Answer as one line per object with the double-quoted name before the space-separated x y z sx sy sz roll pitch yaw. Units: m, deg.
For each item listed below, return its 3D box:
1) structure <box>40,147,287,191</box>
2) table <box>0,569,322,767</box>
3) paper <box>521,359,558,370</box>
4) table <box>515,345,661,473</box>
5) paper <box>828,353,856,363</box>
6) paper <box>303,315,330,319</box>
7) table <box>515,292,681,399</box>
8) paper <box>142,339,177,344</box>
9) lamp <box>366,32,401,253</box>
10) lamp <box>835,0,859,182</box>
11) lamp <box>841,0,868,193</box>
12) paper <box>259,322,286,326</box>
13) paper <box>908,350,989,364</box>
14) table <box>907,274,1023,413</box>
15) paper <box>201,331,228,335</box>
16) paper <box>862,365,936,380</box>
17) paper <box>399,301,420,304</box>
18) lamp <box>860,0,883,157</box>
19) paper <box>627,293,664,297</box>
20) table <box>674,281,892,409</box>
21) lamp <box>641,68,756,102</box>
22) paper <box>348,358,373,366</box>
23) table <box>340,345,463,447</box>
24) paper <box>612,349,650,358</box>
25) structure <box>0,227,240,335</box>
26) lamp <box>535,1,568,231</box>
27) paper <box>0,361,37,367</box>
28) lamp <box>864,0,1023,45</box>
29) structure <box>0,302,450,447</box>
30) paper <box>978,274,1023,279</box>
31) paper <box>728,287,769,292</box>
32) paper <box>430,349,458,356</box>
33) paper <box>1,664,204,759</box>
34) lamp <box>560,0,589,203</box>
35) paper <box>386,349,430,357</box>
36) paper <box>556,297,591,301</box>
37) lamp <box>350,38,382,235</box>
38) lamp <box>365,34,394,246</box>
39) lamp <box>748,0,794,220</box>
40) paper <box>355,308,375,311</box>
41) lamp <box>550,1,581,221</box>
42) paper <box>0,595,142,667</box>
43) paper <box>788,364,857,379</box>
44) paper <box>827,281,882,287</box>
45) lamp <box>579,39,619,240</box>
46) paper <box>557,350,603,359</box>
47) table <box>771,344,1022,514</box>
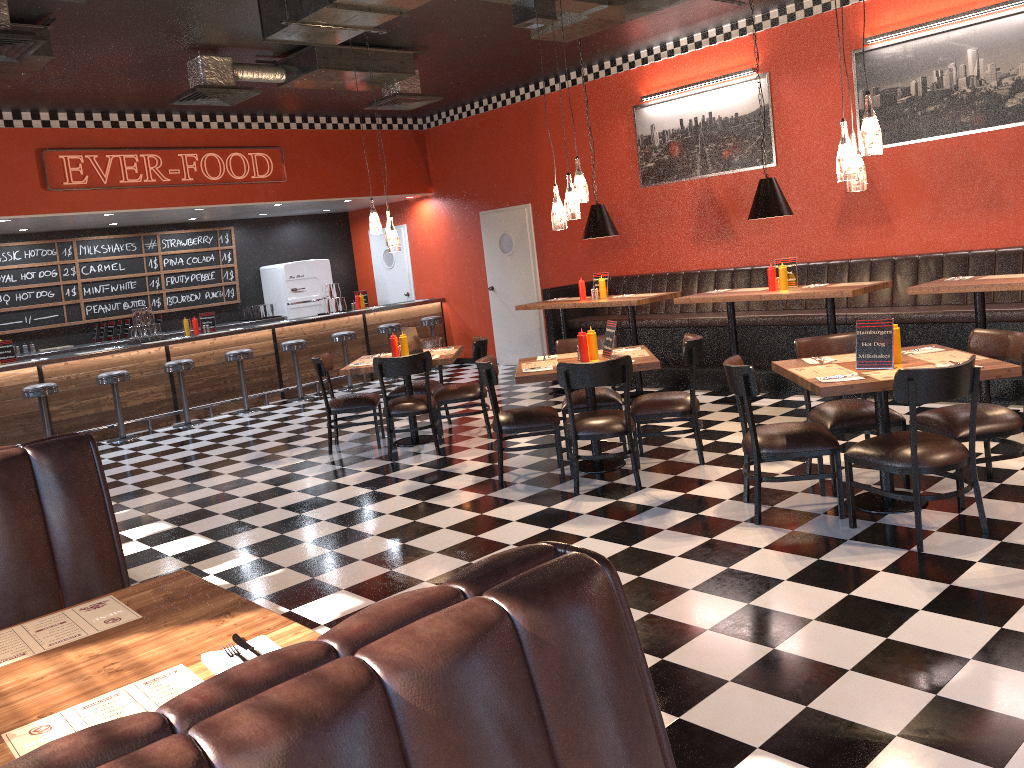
"structure" -4.015 -2.572 10.536 2.889 0.436 0.122 -14 10 -42
"table" -1.246 1.115 1.806 1.700 0.770 0.957 -14 11 -42
"paper" 0.199 -0.139 6.339 0.261 0.001 0.367 -6 9 1
"table" 0.558 0.208 6.360 0.960 0.770 0.962 -6 8 3
"paper" 1.993 -0.156 5.089 0.365 0.001 0.262 -6 9 4
"paper" -2.653 -0.924 12.152 0.367 0.001 0.261 -14 11 -40
"table" 0.915 -0.392 9.270 0.699 0.995 1.692 -13 10 -42
"paper" -4.242 -0.511 10.663 0.367 0.001 0.261 -14 11 -40
"lamp" -1.143 -2.128 7.689 0.108 1.956 0.109 -6 6 5
"lamp" 1.651 -2.032 4.544 0.108 1.956 0.109 -3 7 30
"lamp" 1.737 -1.997 4.643 0.109 1.956 0.108 -10 7 -30
"paper" -3.163 -0.786 11.637 0.261 0.001 0.367 2 12 44
"paper" 2.332 -0.144 4.752 0.261 0.001 0.367 -6 9 2
"table" 3.774 -0.249 6.152 0.699 0.995 1.692 -13 10 -42
"paper" -3.736 -0.640 11.119 0.367 0.001 0.261 -14 11 -40
"paper" 1.983 -0.058 4.451 0.365 0.001 0.262 -6 9 1
"paper" -1.520 -1.213 13.181 0.367 0.001 0.261 -12 10 -31
"lamp" 1.740 -2.142 4.451 0.108 1.956 0.109 -6 6 5
"paper" 1.342 -0.896 8.926 0.262 0.001 0.365 -14 11 -39
"table" 2.348 -0.320 7.707 0.699 0.995 1.692 -13 10 -42
"lamp" 1.981 -3.217 9.556 0.081 0.056 1.445 -14 11 -41
"paper" -1.291 -0.204 7.901 0.261 0.001 0.367 -6 9 3
"table" -0.914 0.138 7.944 0.956 0.770 0.965 -6 8 3
"paper" 0.836 -0.211 6.327 0.261 0.001 0.367 -6 9 4
"structure" -5.848 -1.385 11.955 4.565 1.141 0.200 -14 10 -42
"lamp" 0.225 -2.045 6.106 0.109 1.956 0.108 -10 7 -30
"paper" -5.373 -0.219 9.614 0.367 0.001 0.261 -14 11 -40
"lamp" 3.751 -3.128 7.626 0.081 0.056 1.445 -14 11 -41
"structure" -3.532 -0.083 11.101 7.076 1.034 0.215 -14 10 -42
"paper" 3.628 -0.787 6.475 0.262 0.001 0.365 -14 11 -39
"paper" 2.170 -0.858 8.045 0.262 0.001 0.365 -14 11 -39
"paper" -0.626 -0.277 7.872 0.261 0.001 0.367 -6 9 3
"paper" -0.799 0.673 1.789 0.367 0.001 0.261 -14 11 -40
"lamp" 0.378 -2.237 6.108 0.108 1.956 0.109 -4 7 20
"paper" -0.958 -0.291 8.216 0.365 0.001 0.262 -6 9 5
"paper" 0.699 -0.930 9.639 0.262 0.001 0.365 -14 11 -39
"lamp" -1.317 -2.291 7.753 0.108 1.956 0.109 -2 8 39
"lamp" -1.180 -2.200 7.802 0.108 1.956 0.109 -2 7 35
"lamp" 2.094 -2.429 7.470 0.382 2.034 0.384 -7 6 -1
"paper" -2.104 -1.063 12.646 0.367 0.001 0.261 -14 11 -41
"lamp" 0.311 -2.101 6.019 0.108 1.956 0.109 -7 6 0
"paper" -1.191 0.640 2.305 0.367 0.001 0.261 -14 11 -40
"paper" 1.666 -0.069 4.768 0.261 0.001 0.367 -6 9 2
"paper" 2.841 -0.829 7.348 0.262 0.001 0.365 -14 11 -39
"lamp" 0.784 -2.495 8.898 0.382 2.034 0.384 -7 6 -1
"paper" 0.508 -0.223 6.655 0.365 0.001 0.262 -6 9 2
"table" 2.047 0.270 4.821 0.960 0.770 0.962 -6 8 3
